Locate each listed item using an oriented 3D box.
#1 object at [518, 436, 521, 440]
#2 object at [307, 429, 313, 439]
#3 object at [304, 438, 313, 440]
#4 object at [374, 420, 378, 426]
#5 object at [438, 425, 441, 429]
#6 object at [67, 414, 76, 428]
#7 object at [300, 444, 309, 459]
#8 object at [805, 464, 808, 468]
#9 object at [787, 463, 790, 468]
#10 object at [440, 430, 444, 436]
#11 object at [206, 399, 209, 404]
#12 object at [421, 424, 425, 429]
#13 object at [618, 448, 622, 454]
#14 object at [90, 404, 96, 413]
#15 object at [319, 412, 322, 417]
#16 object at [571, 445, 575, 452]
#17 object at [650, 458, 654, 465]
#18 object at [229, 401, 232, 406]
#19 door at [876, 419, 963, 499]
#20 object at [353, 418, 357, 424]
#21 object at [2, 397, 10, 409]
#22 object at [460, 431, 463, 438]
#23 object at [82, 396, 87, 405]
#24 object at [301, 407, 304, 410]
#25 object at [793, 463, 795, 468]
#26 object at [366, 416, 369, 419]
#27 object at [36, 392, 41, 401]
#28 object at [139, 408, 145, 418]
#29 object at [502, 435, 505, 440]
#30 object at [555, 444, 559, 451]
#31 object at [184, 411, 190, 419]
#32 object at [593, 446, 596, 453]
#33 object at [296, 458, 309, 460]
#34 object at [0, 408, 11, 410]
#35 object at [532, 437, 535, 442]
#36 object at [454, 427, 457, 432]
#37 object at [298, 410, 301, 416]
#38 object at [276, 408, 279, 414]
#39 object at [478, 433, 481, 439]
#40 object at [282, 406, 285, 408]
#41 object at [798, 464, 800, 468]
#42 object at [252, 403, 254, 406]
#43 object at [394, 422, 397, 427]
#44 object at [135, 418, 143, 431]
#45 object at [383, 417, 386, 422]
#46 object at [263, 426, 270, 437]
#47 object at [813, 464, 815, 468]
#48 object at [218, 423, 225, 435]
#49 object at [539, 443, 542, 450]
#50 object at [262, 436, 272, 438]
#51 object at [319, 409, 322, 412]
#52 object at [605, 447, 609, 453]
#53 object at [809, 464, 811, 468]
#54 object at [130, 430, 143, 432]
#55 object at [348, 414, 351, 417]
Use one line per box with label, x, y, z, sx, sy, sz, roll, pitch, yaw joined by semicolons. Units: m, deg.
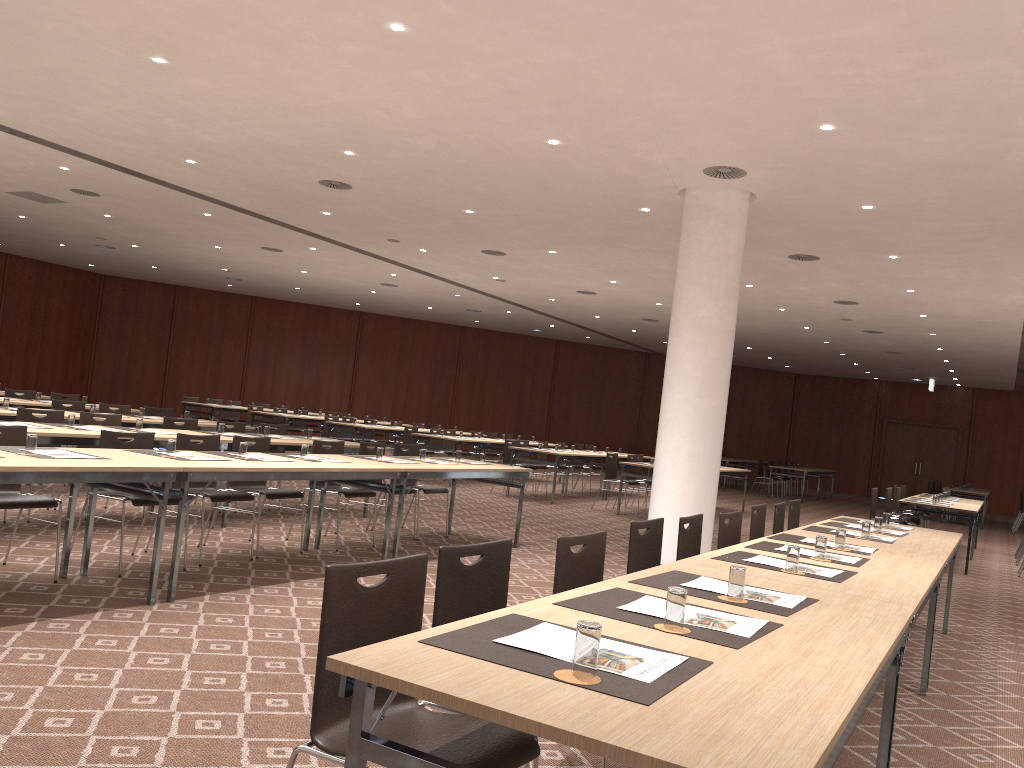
object;0.145;1.133;18.462;0.054;0.114;0.054;7;-1;-4
object;-2.271;0.562;9.964;0.054;0.114;0.054;7;-1;-4
object;-2.284;0.618;9.949;0.102;0.001;0.102;6;-2;18
object;-2.678;0.768;17.453;0.054;0.114;0.054;6;-2;18
object;-1.588;0.963;19.430;0.054;0.114;0.054;7;-1;-4
object;-3.688;0.310;7.421;0.054;0.114;0.054;7;-2;-27
object;-1.642;0.536;7.016;0.054;0.114;0.054;7;-1;-4
object;8.250;2.301;24.857;0.054;0.114;0.054;7;-1;-4
object;7.141;2.104;22.880;0.054;0.114;0.054;7;-2;-27
object;-1.254;0.883;15.914;0.054;0.114;0.054;6;-2;18
object;-6.469;0.370;18.844;0.054;0.114;0.054;6;-2;18
object;-1.894;0.908;18.870;0.054;0.114;0.054;7;-1;-4
object;2.199;1.361;18.056;0.054;0.114;0.054;7;-1;-4
object;-4.639;0.279;9.812;0.054;0.114;0.054;7;-2;-27
object;-4.106;0.653;19.002;0.054;0.114;0.054;6;-2;18
object;1.102;1.165;16.068;0.054;0.114;0.054;6;-2;18
object;2.206;1.223;13.955;0.054;0.114;0.054;7;-1;-4
object;-6.158;0.426;19.424;0.054;0.114;0.054;6;-2;18
door;13.614;2.634;29.683;2.421;2.699;0.200;6;-2;29
object;-2.992;0.712;16.886;0.054;0.114;0.054;6;-2;18
object;-5.116;0.195;8.969;0.054;0.114;0.054;7;-2;-27
object;-0.942;0.938;16.472;0.054;0.114;0.054;6;-2;18
object;-5.748;0.220;11.927;0.054;0.114;0.054;7;-1;-4
object;-5.057;0.622;21.402;0.054;0.114;0.054;7;-1;-4
object;7.460;2.161;23.443;0.054;0.114;0.054;7;-2;-27
object;-3.331;0.791;20.416;0.054;0.114;0.054;7;-1;-4
object;-6.064;0.164;11.359;0.054;0.114;0.054;7;-2;-27
object;-4.329;0.334;10.374;0.054;0.114;0.054;7;-2;-27
object;-0.169;1.077;17.894;0.054;0.114;0.054;7;-1;-4
object;0.785;1.108;15.502;0.054;0.114;0.054;6;-2;18
object;-4.018;0.391;10.952;0.054;0.114;0.054;7;-1;-4
object;1.579;1.249;16.914;0.054;0.114;0.054;7;-1;-4
object;-1.656;0.592;7.000;0.102;0.001;0.102;7;-2;-4
object;-5.119;0.252;8.958;0.102;0.001;0.102;6;-2;18
object;0.459;1.189;19.024;0.054;0.114;0.054;7;-1;-4
object;-1.270;1.019;19.994;0.054;0.114;0.054;7;-1;-4
object;-4.418;0.597;18.447;0.054;0.114;0.054;6;-2;18
object;-4.728;0.541;17.860;0.054;0.114;0.054;6;-2;18
object;-0.629;0.995;17.050;0.054;0.114;0.054;6;-2;18
object;-5.375;0.566;20.830;0.054;0.114;0.054;7;-1;-4
object;7.772;2.216;24.007;0.054;0.114;0.054;7;-2;-27
object;-5.837;0.483;19.982;0.054;0.114;0.054;6;-2;18
object;-2.366;0.824;18.022;0.054;0.114;0.054;6;-2;18
object;-3.359;0.368;7.992;0.054;0.114;0.054;7;-2;-27
object;-3.015;0.848;20.981;0.054;0.114;0.054;7;-1;-4
object;-2.599;0.505;9.397;0.054;0.114;0.054;7;-2;-27
object;8.860;2.411;25.992;0.054;0.114;0.054;7;-1;-4
object;-2.897;0.451;8.838;0.054;0.114;0.054;7;-2;-27
object;0.480;1.053;14.935;0.054;0.114;0.054;6;-2;18
object;-2.597;0.562;9.394;0.102;0.001;0.102;6;-2;18
object;-4.750;0.677;21.965;0.054;0.114;0.054;7;-1;-4
object;1.873;1.303;17.483;0.054;0.114;0.054;7;-1;-4
object;8.553;2.356;25.430;0.054;0.114;0.054;7;-1;-4
object;-3.381;0.423;7.982;0.102;0.001;0.102;6;-2;18
object;-3.643;0.735;19.844;0.054;0.114;0.054;7;-1;-4
